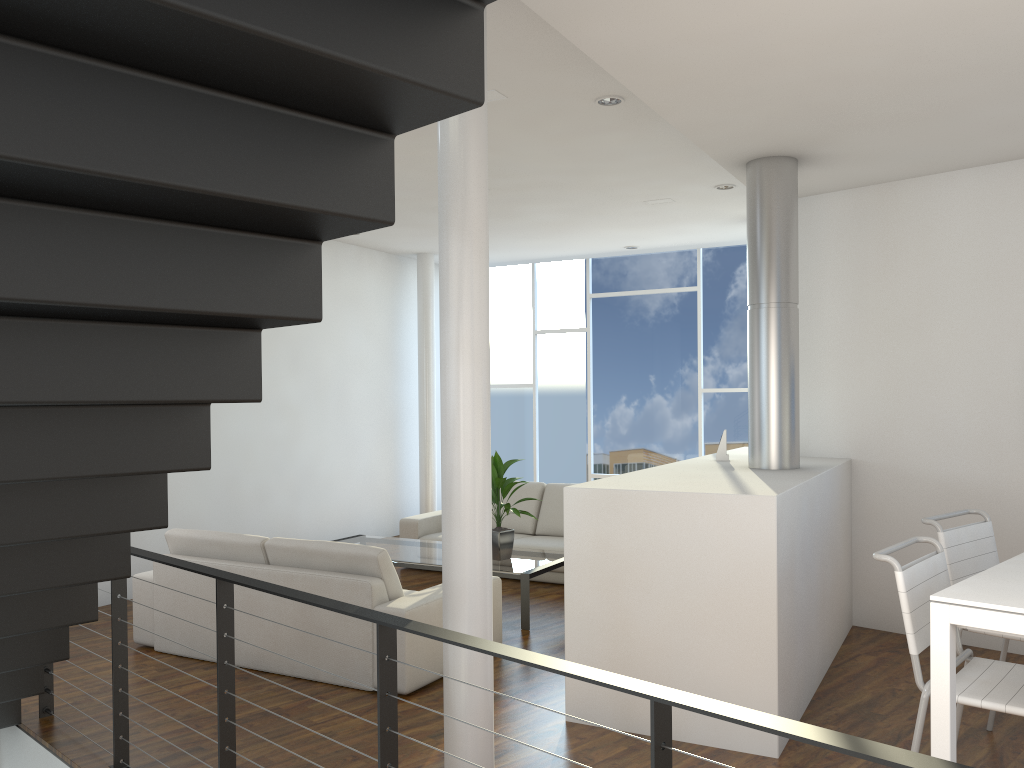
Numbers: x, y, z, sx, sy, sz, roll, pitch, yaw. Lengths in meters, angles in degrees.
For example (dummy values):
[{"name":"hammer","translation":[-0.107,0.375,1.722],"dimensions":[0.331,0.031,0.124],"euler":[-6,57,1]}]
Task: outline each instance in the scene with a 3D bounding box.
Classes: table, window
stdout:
[{"name":"table","translation":[-0.452,1.109,5.117],"dimensions":[1.608,0.284,0.661],"euler":[-1,-1,29]},{"name":"window","translation":[1.017,-1.507,7.739],"dimensions":[3.415,5.636,0.090],"euler":[-1,1,28]},{"name":"table","translation":[1.645,0.814,2.175],"dimensions":[0.700,0.720,1.400],"euler":[-1,-1,44]}]

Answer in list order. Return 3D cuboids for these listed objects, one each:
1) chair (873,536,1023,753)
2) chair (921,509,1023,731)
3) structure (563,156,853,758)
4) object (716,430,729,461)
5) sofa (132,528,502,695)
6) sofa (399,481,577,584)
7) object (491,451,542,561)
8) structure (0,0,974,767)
[{"name":"chair","translation":[1.233,0.804,2.194],"dimensions":[0.555,0.765,0.428],"euler":[-1,0,41]},{"name":"chair","translation":[1.630,0.810,2.764],"dimensions":[0.428,0.765,0.555],"euler":[-1,0,-40]},{"name":"structure","translation":[1.155,0.124,4.223],"dimensions":[0.750,2.206,2.750],"euler":[0,0,28]},{"name":"object","translation":[1.055,0.306,4.441],"dimensions":[0.061,0.151,0.100],"euler":[0,0,15]},{"name":"sofa","translation":[-0.925,0.954,4.170],"dimensions":[1.611,0.565,0.802],"euler":[-1,-1,29]},{"name":"sofa","translation":[0.101,0.974,6.045],"dimensions":[1.611,0.565,0.802],"euler":[-1,-1,29]},{"name":"object","translation":[-0.062,0.658,4.850],"dimensions":[0.432,0.601,0.458],"euler":[-1,0,14]},{"name":"structure","translation":[-0.711,0.724,1.562],"dimensions":[4.362,6.298,1.094],"euler":[-1,0,44]}]
